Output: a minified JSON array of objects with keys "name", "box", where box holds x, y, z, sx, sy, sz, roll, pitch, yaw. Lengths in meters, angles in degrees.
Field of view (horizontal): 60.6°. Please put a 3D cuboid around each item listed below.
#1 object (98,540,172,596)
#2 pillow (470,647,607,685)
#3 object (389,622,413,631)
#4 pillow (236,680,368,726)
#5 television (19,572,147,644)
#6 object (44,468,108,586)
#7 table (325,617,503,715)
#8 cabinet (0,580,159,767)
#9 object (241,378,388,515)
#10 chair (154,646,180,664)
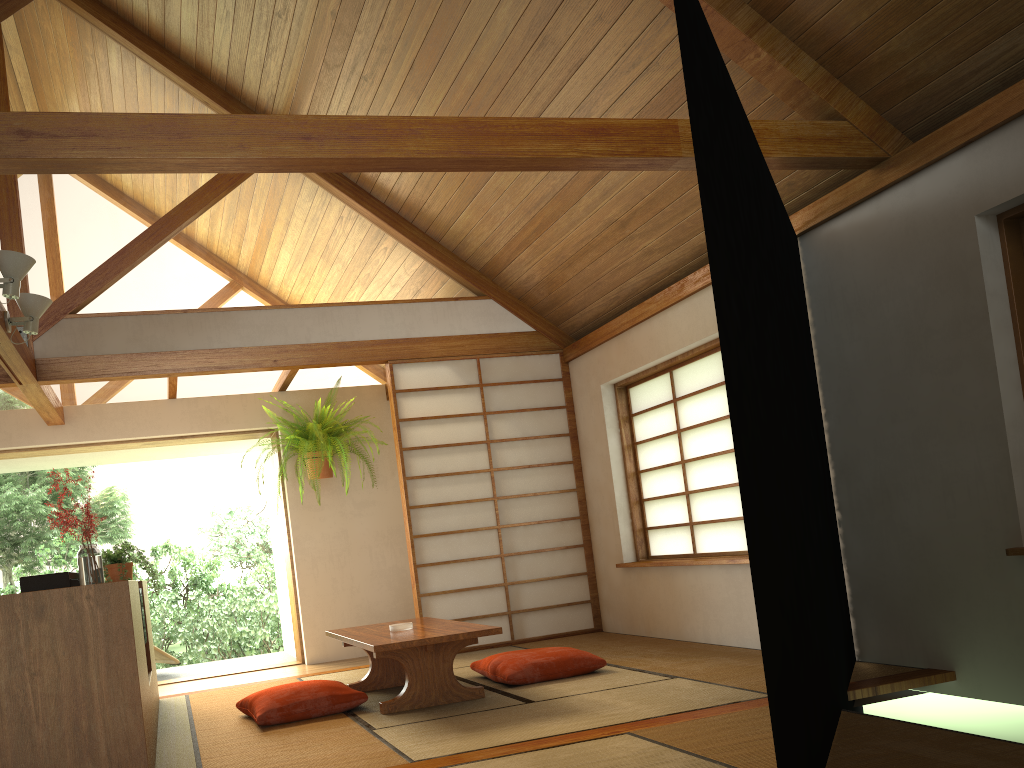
[{"name":"object","box":[-2.338,1.099,5.108,0.533,0.373,0.540,-12,-9,31]},{"name":"pillow","box":[0.117,1.476,4.628,0.532,0.130,0.595,-3,-10,-20]},{"name":"object","box":[-0.560,1.230,4.432,0.111,0.030,0.129,3,-13,-44]},{"name":"pillow","box":[-1.047,1.553,4.326,0.527,0.147,0.601,-2,-11,-25]},{"name":"television","box":[-1.968,1.141,4.082,0.469,0.534,0.678,-5,-7,-20]},{"name":"object","box":[-1.766,0.572,3.534,0.230,0.495,0.234,-6,-4,-13]},{"name":"table","box":[-0.531,1.414,4.449,0.574,0.333,1.274,-4,-10,-21]},{"name":"cabinet","box":[-1.975,1.315,4.067,0.531,0.730,2.809,-5,-9,-22]},{"name":"object","box":[-1.527,0.514,7.085,1.207,1.118,1.128,-4,-7,-25]},{"name":"chair","box":[-3.534,2.267,7.488,1.151,0.621,0.870,1,-11,-43]}]
